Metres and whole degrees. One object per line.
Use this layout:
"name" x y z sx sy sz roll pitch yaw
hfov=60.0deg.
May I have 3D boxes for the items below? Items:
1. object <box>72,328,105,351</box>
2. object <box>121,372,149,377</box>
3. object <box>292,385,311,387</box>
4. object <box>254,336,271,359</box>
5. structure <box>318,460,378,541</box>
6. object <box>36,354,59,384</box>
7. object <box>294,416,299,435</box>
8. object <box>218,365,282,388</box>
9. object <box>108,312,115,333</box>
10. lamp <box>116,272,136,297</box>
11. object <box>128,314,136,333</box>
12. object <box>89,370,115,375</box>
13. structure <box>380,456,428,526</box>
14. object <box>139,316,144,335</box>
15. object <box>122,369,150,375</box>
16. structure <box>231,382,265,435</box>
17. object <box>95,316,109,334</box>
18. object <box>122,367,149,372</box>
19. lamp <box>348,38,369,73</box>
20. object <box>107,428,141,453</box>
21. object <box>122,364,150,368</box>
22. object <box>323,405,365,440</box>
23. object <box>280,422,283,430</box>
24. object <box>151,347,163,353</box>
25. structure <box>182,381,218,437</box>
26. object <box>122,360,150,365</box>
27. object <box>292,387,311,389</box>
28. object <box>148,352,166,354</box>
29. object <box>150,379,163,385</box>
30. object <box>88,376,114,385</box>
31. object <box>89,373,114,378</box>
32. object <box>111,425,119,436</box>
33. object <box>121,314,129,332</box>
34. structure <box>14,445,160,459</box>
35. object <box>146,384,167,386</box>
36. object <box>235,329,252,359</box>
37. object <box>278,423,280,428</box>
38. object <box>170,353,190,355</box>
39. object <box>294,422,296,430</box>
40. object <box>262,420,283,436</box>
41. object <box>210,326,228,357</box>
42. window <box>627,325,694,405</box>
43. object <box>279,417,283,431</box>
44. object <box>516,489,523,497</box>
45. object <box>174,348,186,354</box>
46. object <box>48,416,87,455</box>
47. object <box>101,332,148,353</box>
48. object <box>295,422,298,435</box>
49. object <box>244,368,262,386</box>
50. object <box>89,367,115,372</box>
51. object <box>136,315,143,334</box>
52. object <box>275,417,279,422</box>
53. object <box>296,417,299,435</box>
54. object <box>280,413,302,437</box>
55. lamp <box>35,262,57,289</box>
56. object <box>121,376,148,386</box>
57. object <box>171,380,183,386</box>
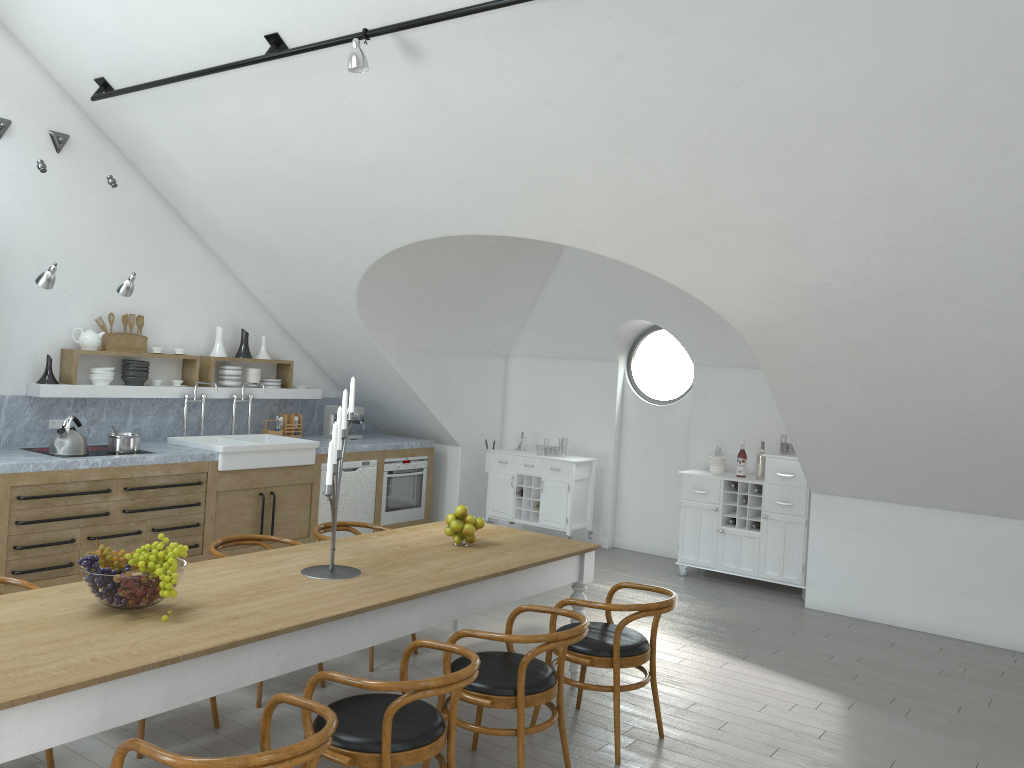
"object" -3.278 -0.346 6.863 0.174 0.169 0.168 4 0 19
"object" -3.048 -0.050 7.160 0.205 0.086 0.205 3 1 -17
"object" -2.054 0.029 8.585 0.213 0.025 0.213 4 1 23
"object" -2.306 -0.340 8.227 0.156 0.218 0.156 3 0 17
"structure" -1.725 1.094 8.194 0.599 0.823 0.723 3 0 35
"object" -3.456 -0.111 6.614 0.156 0.218 0.156 3 0 17
"object" -2.063 0.405 8.475 0.040 0.192 0.042 3 0 -4
"object" -2.385 -0.062 8.094 0.198 0.196 0.656 4 1 35
"object" -3.179 -0.419 7.030 0.027 0.299 0.055 3 -1 35
"lamp" -2.727 -0.704 6.298 0.169 0.176 0.112 4 0 28
"object" -3.074 -0.414 7.143 0.019 0.299 0.057 3 -1 35
"object" -3.209 -0.070 6.932 0.181 0.069 0.181 3 1 -37
"structure" -1.280 1.013 8.809 0.631 0.636 0.632 4 0 35
"object" -3.032 -0.412 7.237 0.030 0.294 0.057 3 -1 35
"object" -3.040 -0.077 7.160 0.205 0.086 0.205 3 1 -12
"structure" -2.292 0.252 7.845 0.333 0.530 0.214 3 0 16
"object" -3.199 -0.401 6.998 0.199 0.259 0.016 3 0 -44
"object" -3.043 -0.099 7.163 0.206 0.072 0.205 4 1 23
"lamp" -0.816 -1.758 4.740 0.112 0.175 0.114 3 0 -2
"object" -2.848 0.430 6.633 0.232 0.170 0.394 4 1 15
"object" -3.042 -0.124 7.168 0.205 0.084 0.206 3 1 -27
"object" -1.589 0.379 8.660 0.387 0.320 0.324 4 0 35
"object" -2.165 0.414 8.307 0.044 0.179 0.019 3 -1 20
"object" -2.939 -0.279 7.335 0.098 0.048 0.098 4 1 33
"structure" -2.574 0.244 7.447 0.333 0.530 0.214 3 0 16
"object" -3.043 -0.152 7.168 0.205 0.080 0.205 4 1 38
"object" -2.055 0.038 8.585 0.213 0.025 0.213 4 1 23
"object" -2.940 -0.255 7.335 0.163 0.012 0.164 3 1 -37
"object" -2.946 -0.011 7.345 0.098 0.048 0.098 4 1 33
"object" -3.213 -0.024 6.930 0.181 0.064 0.181 3 1 -32
"object" -3.212 -0.046 6.929 0.181 0.065 0.181 3 1 -17
"object" -2.919 0.401 6.588 0.236 0.167 0.051 4 0 31
"object" -3.110 -0.416 7.127 0.040 0.299 0.061 3 -1 33
"structure" -3.078 0.507 6.443 0.648 0.041 0.737 4 1 35
"object" -2.947 0.013 7.345 0.163 0.012 0.164 3 1 -37
"object" -2.426 -0.368 8.039 0.156 0.268 0.156 3 0 40
"object" -2.181 0.404 8.303 0.023 0.196 0.018 3 -1 30
"object" -2.816 -0.252 7.510 0.163 0.012 0.164 3 1 -37
"object" -2.083 0.406 8.497 0.023 0.196 0.018 3 -1 43
"object" -2.235 0.416 8.281 0.100 0.171 0.173 3 0 37
"object" -2.581 -0.373 7.826 0.156 0.268 0.156 3 0 24
"window" 1.519 -0.190 8.817 0.900 0.900 0.060 4 0 35
"object" -2.165 0.402 8.292 0.040 0.192 0.042 4 0 -18
"object" 0.136 1.079 8.803 0.082 0.085 0.317 4 1 36
"object" -2.815 -0.275 7.510 0.098 0.048 0.098 4 1 33
"object" -3.116 0.357 6.240 0.246 0.268 0.246 3 0 -45
"object" -3.107 -0.336 7.120 0.084 0.157 0.353 3 1 35
"object" -2.063 0.408 8.491 0.018 0.196 0.020 4 -1 -32
"object" -2.365 -0.063 8.081 0.157 0.160 0.154 3 0 -27
"object" -3.206 -0.098 6.933 0.180 0.076 0.181 3 1 -17
"object" -3.039 -0.412 7.197 0.039 0.298 0.067 3 -1 35
"object" -2.205 0.399 8.321 0.040 0.192 0.042 4 0 -17
"object" -2.061 0.407 8.502 0.019 0.196 0.022 3 -1 36
"object" -2.114 0.394 8.469 0.104 0.223 0.200 3 0 35
"lamp" -3.064 -0.711 5.829 0.115 0.178 0.164 3 0 -36
"object" -3.049 -0.023 7.161 0.206 0.072 0.205 4 1 23
"object" -2.835 -0.007 7.502 0.098 0.048 0.098 4 1 33
